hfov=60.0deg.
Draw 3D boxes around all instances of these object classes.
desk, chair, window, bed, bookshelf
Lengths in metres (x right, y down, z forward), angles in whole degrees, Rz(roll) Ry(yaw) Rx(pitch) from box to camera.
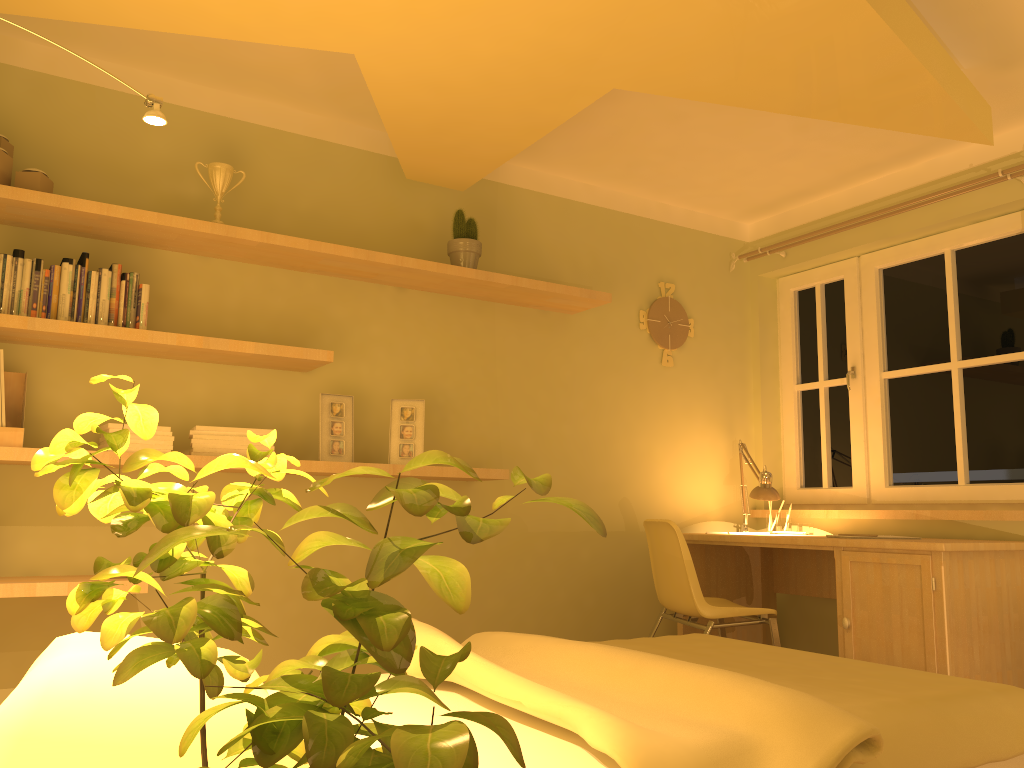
[{"bbox_3d":[1.389,1.011,3.740,0.684,0.720,1.396,6,-10,-31],"label":"desk"},{"bbox_3d":[0.773,0.958,3.665,0.546,0.785,0.531,3,-9,-11],"label":"chair"},{"bbox_3d":[1.841,-0.039,4.175,0.142,1.263,1.486,6,-10,-31],"label":"window"},{"bbox_3d":[-0.025,0.626,1.863,2.378,0.894,1.286,6,-10,-31],"label":"bed"},{"bbox_3d":[-0.752,0.113,3.304,2.605,1.240,0.300,6,-10,-31],"label":"bookshelf"}]

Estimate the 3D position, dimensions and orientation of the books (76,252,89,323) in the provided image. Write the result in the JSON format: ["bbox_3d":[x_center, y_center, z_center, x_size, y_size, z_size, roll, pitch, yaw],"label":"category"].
[{"bbox_3d":[-1.429,-0.298,2.934,0.021,0.247,0.157,6,-10,-31],"label":"books"}]

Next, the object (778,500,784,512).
[{"bbox_3d":[1.314,0.652,4.387,0.073,0.155,0.008,-3,-9,23],"label":"object"}]

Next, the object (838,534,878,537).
[{"bbox_3d":[1.402,0.614,3.598,0.008,0.009,0.166,8,-11,-40],"label":"object"}]

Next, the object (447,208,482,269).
[{"bbox_3d":[-0.198,-0.596,3.714,0.145,0.294,0.145,-6,-11,39],"label":"object"}]

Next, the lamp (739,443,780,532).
[{"bbox_3d":[1.153,0.495,4.293,0.140,0.455,0.484,2,-8,-7],"label":"lamp"}]

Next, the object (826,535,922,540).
[{"bbox_3d":[1.470,0.625,3.615,0.300,0.010,0.210,2,-8,-7],"label":"object"}]

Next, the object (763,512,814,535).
[{"bbox_3d":[1.339,0.678,4.311,0.070,0.105,0.240,8,-11,-39],"label":"object"}]

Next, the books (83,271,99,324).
[{"bbox_3d":[-1.402,-0.265,2.937,0.032,0.184,0.173,6,-10,-31],"label":"books"}]

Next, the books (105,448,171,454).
[{"bbox_3d":[-1.269,0.231,2.967,0.190,0.015,0.270,6,-10,-32],"label":"books"}]

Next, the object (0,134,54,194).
[{"bbox_3d":[-1.658,-0.710,2.842,0.349,0.229,0.234,6,-10,-30],"label":"object"}]

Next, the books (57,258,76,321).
[{"bbox_3d":[-1.466,-0.287,2.904,0.038,0.217,0.166,6,-10,-31],"label":"books"}]

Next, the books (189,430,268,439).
[{"bbox_3d":[-1.003,0.186,3.150,0.270,0.015,0.190,4,-9,-21],"label":"books"}]

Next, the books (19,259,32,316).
[{"bbox_3d":[-1.566,-0.288,2.847,0.022,0.198,0.157,6,-10,-31],"label":"books"}]

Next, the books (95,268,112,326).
[{"bbox_3d":[-1.376,-0.270,2.964,0.040,0.203,0.157,6,-10,-31],"label":"books"}]

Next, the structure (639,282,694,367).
[{"bbox_3d":[0.792,-0.304,4.486,0.360,0.432,0.027,6,-10,-31],"label":"structure"}]

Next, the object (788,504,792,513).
[{"bbox_3d":[1.350,0.654,4.342,0.043,0.138,0.010,-4,-10,32],"label":"object"}]

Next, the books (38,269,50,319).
[{"bbox_3d":[-1.521,-0.270,2.873,0.021,0.172,0.157,6,-10,-31],"label":"books"}]

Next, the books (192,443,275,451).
[{"bbox_3d":[-0.985,0.228,3.130,0.270,0.015,0.190,4,-9,-19],"label":"books"}]

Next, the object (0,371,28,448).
[{"bbox_3d":[-1.581,0.077,2.786,0.087,0.259,0.236,6,-10,-31],"label":"object"}]

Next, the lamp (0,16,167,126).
[{"bbox_3d":[-0.981,-0.682,1.818,0.533,0.178,0.050,6,-10,-31],"label":"lamp"}]

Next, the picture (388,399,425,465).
[{"bbox_3d":[-0.415,0.198,3.514,0.134,0.264,0.171,2,-8,-5],"label":"picture"}]

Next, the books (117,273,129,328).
[{"bbox_3d":[-1.322,-0.262,2.996,0.022,0.198,0.157,6,-10,-31],"label":"books"}]

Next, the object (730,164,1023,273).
[{"bbox_3d":[1.687,-0.739,4.083,0.190,0.113,1.708,6,-10,-31],"label":"object"}]

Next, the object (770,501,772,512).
[{"bbox_3d":[1.285,0.650,4.410,0.034,0.165,0.009,8,-11,-39],"label":"object"}]

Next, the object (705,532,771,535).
[{"bbox_3d":[1.066,0.704,4.187,0.300,0.009,0.040,1,-8,-2],"label":"object"}]

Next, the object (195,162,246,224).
[{"bbox_3d":[-1.068,-0.665,3.230,0.095,0.268,0.160,-4,-10,28],"label":"object"}]

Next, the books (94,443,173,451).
[{"bbox_3d":[-1.269,0.216,2.969,0.190,0.015,0.270,7,-10,-35],"label":"books"}]

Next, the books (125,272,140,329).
[{"bbox_3d":[-1.299,-0.262,3.010,0.032,0.203,0.157,6,-10,-31],"label":"books"}]

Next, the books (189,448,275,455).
[{"bbox_3d":[-0.992,0.244,3.135,0.270,0.015,0.190,5,-9,-24],"label":"books"}]

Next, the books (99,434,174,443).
[{"bbox_3d":[-1.261,0.187,2.975,0.190,0.015,0.270,6,-10,-32],"label":"books"}]

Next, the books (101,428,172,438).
[{"bbox_3d":[-1.266,0.173,2.984,0.190,0.015,0.270,6,-10,-29],"label":"books"}]

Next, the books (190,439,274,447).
[{"bbox_3d":[-0.991,0.213,3.131,0.270,0.015,0.190,4,-9,-21],"label":"books"}]

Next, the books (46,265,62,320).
[{"bbox_3d":[-1.501,-0.277,2.893,0.032,0.193,0.146,6,-10,-31],"label":"books"}]

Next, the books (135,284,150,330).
[{"bbox_3d":[-1.267,-0.241,3.015,0.032,0.163,0.178,6,-10,-31],"label":"books"}]

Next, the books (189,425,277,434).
[{"bbox_3d":[-0.991,0.170,3.145,0.270,0.015,0.190,5,-9,-26],"label":"books"}]

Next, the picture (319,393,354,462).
[{"bbox_3d":[-0.694,0.176,3.393,0.134,0.264,0.171,6,-10,-32],"label":"picture"}]

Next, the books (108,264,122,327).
[{"bbox_3d":[-1.350,-0.279,2.992,0.032,0.229,0.138,6,-10,-31],"label":"books"}]

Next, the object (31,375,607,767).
[{"bbox_3d":[-0.218,0.442,0.815,0.372,0.944,0.828,7,-11,-38],"label":"object"}]

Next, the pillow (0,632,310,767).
[{"bbox_3d":[-0.622,0.551,1.513,0.482,0.213,0.801,4,-9,-21],"label":"pillow"}]

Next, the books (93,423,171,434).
[{"bbox_3d":[-1.273,0.155,2.965,0.190,0.015,0.270,6,-10,-34],"label":"books"}]

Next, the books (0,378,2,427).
[{"bbox_3d":[-1.603,0.054,2.770,0.036,0.296,0.210,6,-10,-31],"label":"books"}]

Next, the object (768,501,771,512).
[{"bbox_3d":[1.282,0.647,4.393,0.009,0.162,0.053,-5,-10,34],"label":"object"}]

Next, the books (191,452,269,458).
[{"bbox_3d":[-0.992,0.259,3.132,0.270,0.015,0.190,4,-9,-21],"label":"books"}]

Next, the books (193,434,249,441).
[{"bbox_3d":[-0.984,0.199,3.137,0.270,0.015,0.190,4,-9,-18],"label":"books"}]

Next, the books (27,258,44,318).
[{"bbox_3d":[-1.543,-0.288,2.862,0.032,0.203,0.157,6,-10,-31],"label":"books"}]

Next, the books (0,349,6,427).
[{"bbox_3d":[-1.598,0.054,2.778,0.043,0.296,0.210,6,-10,-31],"label":"books"}]

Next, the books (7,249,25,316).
[{"bbox_3d":[-1.594,-0.304,2.843,0.032,0.229,0.138,6,-10,-31],"label":"books"}]

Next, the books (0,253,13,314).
[{"bbox_3d":[-1.620,-0.296,2.815,0.040,0.203,0.157,6,-10,-31],"label":"books"}]

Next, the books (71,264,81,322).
[{"bbox_3d":[-1.446,-0.278,2.922,0.017,0.203,0.155,6,-10,-31],"label":"books"}]

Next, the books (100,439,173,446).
[{"bbox_3d":[-1.264,0.202,2.979,0.190,0.015,0.270,6,-10,-30],"label":"books"}]
